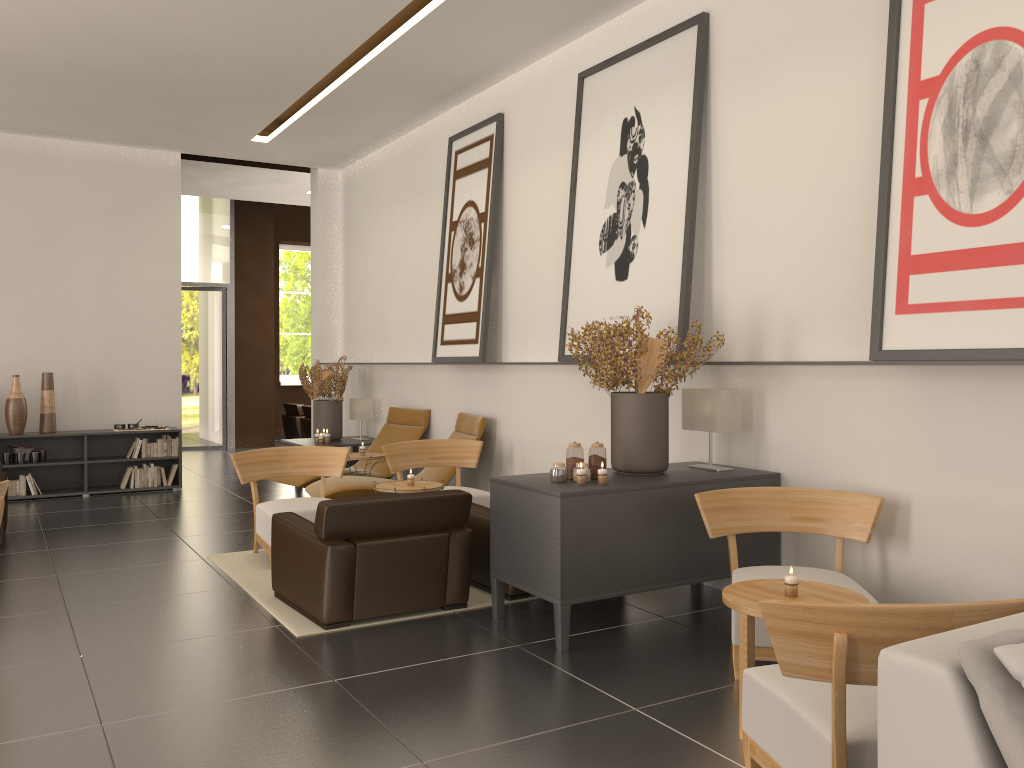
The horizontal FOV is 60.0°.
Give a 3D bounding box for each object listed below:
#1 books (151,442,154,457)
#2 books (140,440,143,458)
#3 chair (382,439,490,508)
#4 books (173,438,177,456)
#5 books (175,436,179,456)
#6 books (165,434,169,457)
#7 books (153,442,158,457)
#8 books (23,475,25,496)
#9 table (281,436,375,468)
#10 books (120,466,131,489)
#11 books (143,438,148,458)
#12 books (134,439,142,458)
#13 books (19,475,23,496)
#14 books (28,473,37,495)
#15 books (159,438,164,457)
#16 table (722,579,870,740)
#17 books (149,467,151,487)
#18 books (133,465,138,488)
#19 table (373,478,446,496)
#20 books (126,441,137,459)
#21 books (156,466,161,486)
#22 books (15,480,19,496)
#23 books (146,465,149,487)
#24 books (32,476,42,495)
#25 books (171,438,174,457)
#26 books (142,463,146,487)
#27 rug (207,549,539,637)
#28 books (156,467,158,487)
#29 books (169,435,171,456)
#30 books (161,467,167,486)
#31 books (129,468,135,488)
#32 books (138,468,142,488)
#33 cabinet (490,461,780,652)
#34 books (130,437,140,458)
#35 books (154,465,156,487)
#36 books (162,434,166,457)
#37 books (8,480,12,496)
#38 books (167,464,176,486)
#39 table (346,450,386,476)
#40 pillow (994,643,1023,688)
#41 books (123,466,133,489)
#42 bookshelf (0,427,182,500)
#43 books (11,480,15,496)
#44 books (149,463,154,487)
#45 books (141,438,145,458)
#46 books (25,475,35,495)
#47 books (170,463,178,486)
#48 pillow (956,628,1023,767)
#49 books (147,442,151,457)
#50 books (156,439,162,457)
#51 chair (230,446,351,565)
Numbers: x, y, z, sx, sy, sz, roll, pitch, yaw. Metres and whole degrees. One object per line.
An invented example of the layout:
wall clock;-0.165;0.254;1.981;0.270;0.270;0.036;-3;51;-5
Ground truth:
books;-6.393;1.166;15.736;0.054;0.249;0.167;0;1;-30
books;-6.521;1.141;15.618;0.017;0.305;0.239;0;1;-30
chair;-0.861;1.358;11.251;1.452;1.226;1.151;-1;1;-30
books;-6.053;1.133;15.901;0.048;0.305;0.226;0;1;-30
books;-6.015;1.116;15.907;0.022;0.339;0.253;0;1;-30
books;-6.160;1.094;15.842;0.029;0.385;0.219;0;1;-30
books;-6.345;1.165;15.764;0.054;0.249;0.167;0;1;-30
books;-8.089;1.677;14.692;0.019;0.324;0.254;0;1;-30
table;-3.179;1.449;16.096;1.600;0.840;1.600;-1;1;-30
books;-6.764;1.638;15.508;0.154;0.360;0.249;0;1;-30
books;-6.484;1.128;15.670;0.054;0.329;0.187;0;1;-30
books;-6.581;1.135;15.576;0.130;0.322;0.252;0;1;-30
books;-8.139;1.675;14.701;0.054;0.329;0.187;0;1;-30
books;-7.981;1.661;14.765;0.138;0.354;0.236;0;1;-30
books;-6.238;1.129;15.787;0.039;0.318;0.236;0;1;-30
table;1.747;1.712;5.487;0.870;0.803;0.870;-1;1;-38
books;-6.429;1.643;15.705;0.041;0.335;0.248;0;1;-30
books;-6.624;1.626;15.591;0.041;0.377;0.248;0;1;-30
table;-1.151;1.551;9.920;0.797;0.904;0.797;0;1;-8
books;-6.664;1.151;15.527;0.142;0.289;0.252;0;1;-30
books;-6.310;1.635;15.805;0.057;0.346;0.197;0;1;-30
books;-8.192;1.715;14.682;0.054;0.249;0.167;0;1;-30
books;-6.472;1.623;15.696;0.041;0.377;0.221;0;1;-30
books;-7.926;1.692;14.789;0.142;0.289;0.252;0;1;-30
books;-6.087;1.130;15.869;0.039;0.312;0.246;0;1;-30
books;-6.501;1.609;15.673;0.031;0.406;0.231;0;1;-30
rug;-0.940;2.009;9.829;4.000;0.010;3.558;-1;2;-30
books;-6.326;1.639;15.754;0.020;0.342;0.268;0;1;-30
books;-6.131;1.108;15.864;0.039;0.358;0.210;0;1;-30
books;-6.230;1.647;15.828;0.106;0.325;0.238;0;1;-30
books;-6.667;1.644;15.555;0.071;0.344;0.265;0;1;-30
books;-6.562;1.649;15.622;0.057;0.328;0.257;0;1;-30
cabinet;1.125;1.435;7.955;2.400;1.240;1.120;-1;1;-30
books;-6.617;1.119;15.564;0.138;0.354;0.236;0;1;-30
books;-6.346;1.631;15.743;0.023;0.356;0.266;0;1;-30
books;-6.204;1.096;15.808;0.039;0.384;0.232;0;1;-30
books;-8.288;1.717;14.625;0.054;0.249;0.167;0;1;-30
books;-6.112;1.628;15.890;0.154;0.360;0.249;0;1;-30
table;-2.270;1.486;13.306;0.797;0.904;0.797;0;1;37
pillow;2.066;1.133;2.886;0.802;0.598;0.585;-1;1;-31
books;-6.738;1.632;15.522;0.156;0.371;0.252;0;1;-30
bookshelf;-7.388;1.361;15.315;3.080;1.079;0.740;-1;1;-30
books;-8.241;1.716;14.653;0.054;0.249;0.167;0;1;-30
books;-6.393;1.608;15.728;0.041;0.404;0.245;0;1;-30
books;-6.500;1.131;15.622;0.019;0.324;0.254;0;1;-30
books;-8.009;1.678;14.740;0.130;0.322;0.252;0;1;-30
books;-6.086;1.621;15.904;0.156;0.371;0.252;0;1;-30
pillow;1.998;1.151;3.009;0.919;0.577;0.549;-1;1;-30
books;-6.441;1.166;15.707;0.054;0.249;0.167;0;1;-30
books;-6.277;1.134;15.759;0.054;0.311;0.244;0;1;-30
chair;-2.465;1.384;10.310;1.452;1.226;1.151;-1;1;-30
